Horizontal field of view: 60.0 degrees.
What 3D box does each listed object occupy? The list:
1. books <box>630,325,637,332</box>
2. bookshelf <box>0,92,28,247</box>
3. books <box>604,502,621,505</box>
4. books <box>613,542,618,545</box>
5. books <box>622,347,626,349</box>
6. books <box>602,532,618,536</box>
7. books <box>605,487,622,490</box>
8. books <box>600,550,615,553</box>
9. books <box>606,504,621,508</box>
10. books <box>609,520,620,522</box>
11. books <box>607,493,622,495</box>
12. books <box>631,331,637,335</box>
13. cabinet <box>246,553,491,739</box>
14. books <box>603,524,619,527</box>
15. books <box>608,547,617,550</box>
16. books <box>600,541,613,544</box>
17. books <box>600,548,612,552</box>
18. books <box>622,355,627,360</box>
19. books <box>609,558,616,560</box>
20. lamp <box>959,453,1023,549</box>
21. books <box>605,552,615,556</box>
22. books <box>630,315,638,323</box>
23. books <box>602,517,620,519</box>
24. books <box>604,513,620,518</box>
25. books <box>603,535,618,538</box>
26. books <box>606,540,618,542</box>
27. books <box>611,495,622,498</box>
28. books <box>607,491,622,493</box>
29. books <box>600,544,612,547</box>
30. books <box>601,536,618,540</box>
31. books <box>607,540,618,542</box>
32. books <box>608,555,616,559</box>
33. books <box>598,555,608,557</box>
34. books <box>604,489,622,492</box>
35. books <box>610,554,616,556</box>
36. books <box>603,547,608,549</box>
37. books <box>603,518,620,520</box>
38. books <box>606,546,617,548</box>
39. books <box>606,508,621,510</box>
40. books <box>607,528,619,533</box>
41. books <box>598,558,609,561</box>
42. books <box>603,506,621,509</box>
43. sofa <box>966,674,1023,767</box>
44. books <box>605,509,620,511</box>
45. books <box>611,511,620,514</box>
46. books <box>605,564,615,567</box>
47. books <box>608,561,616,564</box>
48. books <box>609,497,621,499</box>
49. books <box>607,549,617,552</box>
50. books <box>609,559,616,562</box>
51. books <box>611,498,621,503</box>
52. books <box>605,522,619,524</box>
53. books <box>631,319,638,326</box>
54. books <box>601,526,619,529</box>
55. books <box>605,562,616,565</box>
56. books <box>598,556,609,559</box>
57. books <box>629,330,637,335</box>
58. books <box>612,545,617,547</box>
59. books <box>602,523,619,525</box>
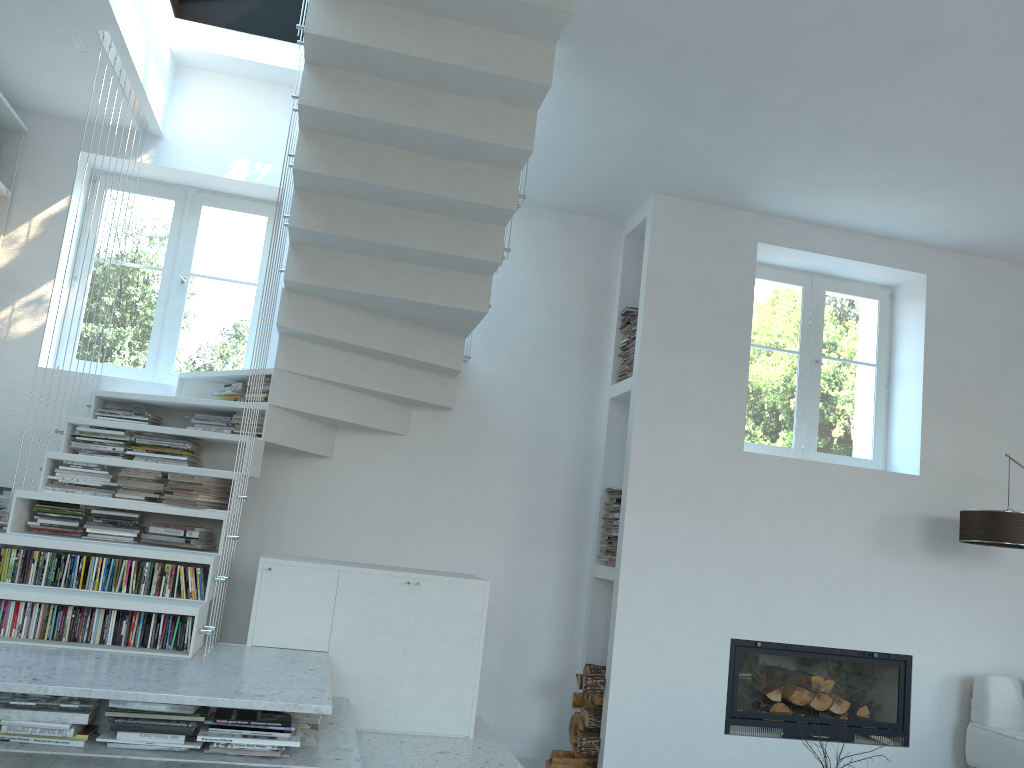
[{"bbox_3d":[0.825,-0.303,5.109,0.259,0.024,0.113,9,-10,-15],"label":"books"},{"bbox_3d":[-2.320,-0.349,1.545,0.330,3.136,6.307,8,-10,-11],"label":"bookshelf"},{"bbox_3d":[0.694,0.709,5.162,0.285,0.008,0.160,9,-10,-13],"label":"books"},{"bbox_3d":[0.663,0.895,4.924,0.174,0.017,0.153,8,-10,-7],"label":"books"},{"bbox_3d":[0.802,-0.204,5.305,0.249,0.006,0.189,9,-10,-13],"label":"books"},{"bbox_3d":[0.673,0.880,5.121,0.263,0.016,0.192,8,-10,-11],"label":"books"},{"bbox_3d":[0.704,0.627,5.170,0.290,0.008,0.160,8,-10,-7],"label":"books"},{"bbox_3d":[0.661,0.978,5.109,0.285,0.006,0.160,7,-10,-6],"label":"books"},{"bbox_3d":[0.692,0.722,5.164,0.263,0.017,0.156,8,-10,-10],"label":"books"},{"bbox_3d":[0.685,0.805,5.135,0.206,0.012,0.183,8,-10,-9],"label":"books"},{"bbox_3d":[0.703,0.653,5.154,0.262,0.006,0.185,9,-10,-15],"label":"books"},{"bbox_3d":[0.821,-0.278,5.113,0.231,0.008,0.135,9,-10,-14],"label":"books"},{"bbox_3d":[-0.665,1.162,4.002,0.993,0.666,0.552,8,-10,-11],"label":"cabinet"},{"bbox_3d":[0.678,0.836,5.150,0.266,0.010,0.145,9,-10,-12],"label":"books"},{"bbox_3d":[0.662,0.922,4.912,0.225,0.011,0.143,8,-10,-9],"label":"books"},{"bbox_3d":[0.665,0.930,5.127,0.285,0.012,0.160,9,-10,-12],"label":"books"},{"bbox_3d":[0.662,0.970,5.111,0.285,0.012,0.160,7,-10,-6],"label":"books"},{"bbox_3d":[0.794,-0.149,5.296,0.236,0.015,0.151,8,-10,-8],"label":"books"},{"bbox_3d":[0.657,0.978,4.893,0.216,0.007,0.131,8,-10,-11],"label":"books"},{"bbox_3d":[3.104,1.439,4.938,1.560,1.962,0.471,11,-10,-25],"label":"lamp"},{"bbox_3d":[0.662,0.990,5.100,0.215,0.019,0.185,8,-10,-7],"label":"books"},{"bbox_3d":[0.829,-0.358,5.128,0.255,0.024,0.139,9,-10,-14],"label":"books"},{"bbox_3d":[0.683,0.793,5.154,0.295,0.007,0.146,8,-10,-9],"label":"books"},{"bbox_3d":[0.690,0.775,5.135,0.262,0.023,0.200,8,-10,-11],"label":"books"},{"bbox_3d":[0.673,0.891,5.115,0.254,0.007,0.189,9,-10,-14],"label":"books"},{"bbox_3d":[0.664,0.919,5.137,0.206,0.012,0.148,8,-10,-11],"label":"books"},{"bbox_3d":[0.699,0.667,5.165,0.203,0.018,0.159,9,-10,-16],"label":"books"},{"bbox_3d":[0.698,0.649,5.184,0.254,0.010,0.138,9,-10,-12],"label":"books"},{"bbox_3d":[0.665,0.947,5.115,0.282,0.010,0.169,8,-10,-8],"label":"books"},{"bbox_3d":[0.669,0.903,5.123,0.282,0.016,0.162,8,-10,-7],"label":"books"},{"bbox_3d":[0.666,0.883,4.919,0.252,0.006,0.141,8,-10,-9],"label":"books"},{"bbox_3d":[0.655,0.969,4.910,0.211,0.016,0.154,8,-10,-9],"label":"books"},{"bbox_3d":[0.659,1.003,5.103,0.291,0.007,0.174,9,-10,-14],"label":"books"},{"bbox_3d":[0.700,0.639,5.184,0.295,0.011,0.137,8,-10,-9],"label":"books"},{"bbox_3d":[0.659,0.955,4.900,0.207,0.009,0.122,8,-10,-7],"label":"books"},{"bbox_3d":[0.660,0.961,5.131,0.242,0.012,0.137,8,-10,-9],"label":"books"},{"bbox_3d":[0.682,0.800,5.156,0.290,0.005,0.126,9,-10,-16],"label":"books"},{"bbox_3d":[0.666,0.912,4.899,0.264,0.005,0.115,9,-10,-12],"label":"books"},{"bbox_3d":[0.691,0.739,5.156,0.254,0.006,0.161,8,-10,-9],"label":"books"},{"bbox_3d":[0.672,0.861,5.140,0.222,0.028,0.141,7,-10,-6],"label":"books"},{"bbox_3d":[0.652,1.027,5.119,0.294,0.008,0.133,8,-10,-8],"label":"books"},{"bbox_3d":[0.688,0.735,5.172,0.295,0.007,0.135,9,-10,-12],"label":"books"},{"bbox_3d":[3.145,1.831,3.965,0.871,0.852,2.198,8,-10,-11],"label":"sofa"},{"bbox_3d":[0.687,0.748,5.167,0.269,0.009,0.132,8,-10,-8],"label":"books"},{"bbox_3d":[0.691,0.756,5.139,0.189,0.016,0.183,9,-10,-16],"label":"books"},{"bbox_3d":[0.650,1.016,4.903,0.232,0.011,0.159,8,-10,-10],"label":"books"},{"bbox_3d":[0.652,0.996,4.907,0.202,0.010,0.155,8,-10,-8],"label":"books"},{"bbox_3d":[0.700,0.676,5.153,0.225,0.005,0.193,9,-10,-12],"label":"books"},{"bbox_3d":[0.659,0.934,4.918,0.219,0.013,0.158,9,-10,-13],"label":"books"},{"bbox_3d":[0.654,0.987,4.901,0.209,0.007,0.131,7,-10,-6],"label":"books"},{"bbox_3d":[0.695,0.694,5.169,0.218,0.025,0.141,7,-10,-6],"label":"books"},{"bbox_3d":[0.682,0.819,5.143,0.254,0.012,0.161,9,-10,-13],"label":"books"},{"bbox_3d":[0.827,-0.342,5.127,0.246,0.009,0.145,8,-10,-9],"label":"books"},{"bbox_3d":[0.675,0.843,5.141,0.285,0.008,0.160,8,-10,-10],"label":"books"},{"bbox_3d":[0.650,1.006,4.910,0.224,0.010,0.162,9,-10,-14],"label":"books"},{"bbox_3d":[0.657,1.014,5.107,0.290,0.013,0.157,9,-10,-15],"label":"books"},{"bbox_3d":[0.818,-0.284,5.129,0.237,0.008,0.170,9,-10,-13],"label":"books"},{"bbox_3d":[0.662,0.908,4.922,0.180,0.010,0.154,8,-10,-7],"label":"books"},{"bbox_3d":[0.683,0.826,5.133,0.289,0.005,0.169,8,-10,-7],"label":"books"}]
